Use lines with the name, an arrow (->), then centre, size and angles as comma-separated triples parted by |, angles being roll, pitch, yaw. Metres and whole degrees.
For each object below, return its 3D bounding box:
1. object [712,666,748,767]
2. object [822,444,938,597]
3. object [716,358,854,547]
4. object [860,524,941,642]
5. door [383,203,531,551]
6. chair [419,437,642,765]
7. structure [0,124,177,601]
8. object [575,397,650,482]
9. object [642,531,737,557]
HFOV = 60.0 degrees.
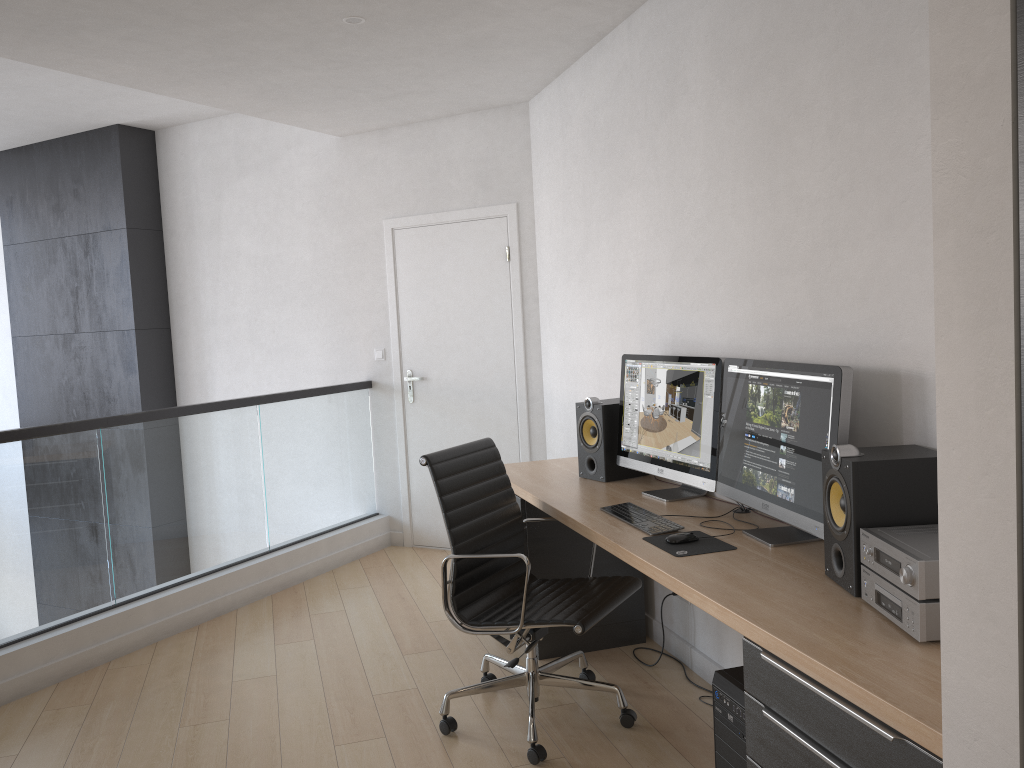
object -> 0.769, 0.987, 2.245 | 0.474, 0.527, 0.215 | -4, 4, -16
object -> 0.919, 0.318, 2.186 | 0.249, 0.354, 0.198 | -3, 4, -1
object -> 0.814, 0.198, 2.669 | 0.190, 0.535, 0.716 | -4, 4, -11
object -> 0.938, 0.425, 1.928 | 0.270, 0.174, 0.285 | -3, 4, -1
door -> -0.339, 0.003, 5.531 | 0.974, 2.136, 0.085 | -1, 5, 29
chair -> 0.087, 0.718, 3.218 | 0.699, 0.991, 0.664 | 0, 5, 35
structure -> -3.331, 1.310, 6.911 | 1.500, 6.351, 0.722 | -1, 5, 29
object -> 0.433, 0.224, 3.836 | 0.249, 0.354, 0.198 | -6, 5, -31
object -> 0.532, 0.480, 2.673 | 0.200, 0.002, 0.250 | -4, 4, -16
